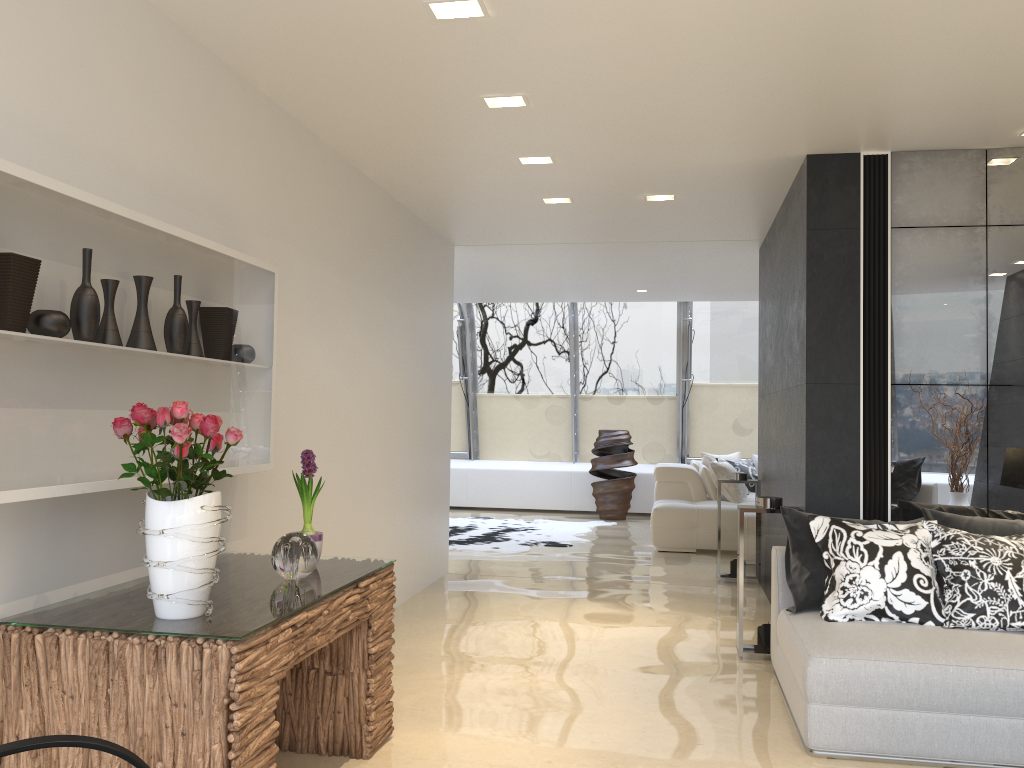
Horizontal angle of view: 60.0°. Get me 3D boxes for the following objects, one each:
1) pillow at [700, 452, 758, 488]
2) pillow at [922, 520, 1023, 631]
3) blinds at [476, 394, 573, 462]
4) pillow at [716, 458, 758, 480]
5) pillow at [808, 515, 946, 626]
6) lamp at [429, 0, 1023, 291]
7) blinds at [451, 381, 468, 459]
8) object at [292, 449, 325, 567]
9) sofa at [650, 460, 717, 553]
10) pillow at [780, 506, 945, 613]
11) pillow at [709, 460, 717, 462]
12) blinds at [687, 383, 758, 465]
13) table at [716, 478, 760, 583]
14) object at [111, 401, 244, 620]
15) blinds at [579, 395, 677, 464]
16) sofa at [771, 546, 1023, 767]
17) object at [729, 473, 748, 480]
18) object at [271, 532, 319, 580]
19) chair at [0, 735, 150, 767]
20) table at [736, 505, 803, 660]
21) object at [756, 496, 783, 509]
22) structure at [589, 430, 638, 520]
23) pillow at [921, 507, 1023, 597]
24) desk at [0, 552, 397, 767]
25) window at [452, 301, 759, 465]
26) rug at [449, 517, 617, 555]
[{"bbox_3d":[3.554,1.147,11.127,3.322,0.530,1.656,2,-2,-20],"label":"pillow"},{"bbox_3d":[2.258,0.912,4.119,0.623,0.505,0.393,1,-2,5],"label":"pillow"},{"bbox_3d":[0.189,0.669,13.343,1.430,1.027,0.329,1,-2,10],"label":"blinds"},{"bbox_3d":[2.919,1.183,11.234,0.599,0.483,0.405,2,-2,-21],"label":"pillow"},{"bbox_3d":[1.755,0.895,4.235,0.607,0.483,0.368,1,-2,10],"label":"pillow"},{"bbox_3d":[0.301,-1.307,5.806,9.928,0.004,9.775,1,-2,11],"label":"lamp"},{"bbox_3d":[-1.327,0.559,13.593,1.376,1.214,0.387,1,-2,10],"label":"blinds"},{"bbox_3d":[-0.828,0.503,3.590,0.129,0.476,0.129,2,-3,-29],"label":"object"},{"bbox_3d":[3.776,1.406,10.453,4.169,0.866,3.257,1,-2,10],"label":"sofa"},{"bbox_3d":[1.775,0.904,4.496,0.808,0.525,0.434,1,-2,7],"label":"pillow"},{"bbox_3d":[2.614,1.144,10.650,0.394,0.471,0.604,0,-2,26],"label":"pillow"},{"bbox_3d":[3.204,0.603,12.768,1.376,1.214,0.387,1,-2,10],"label":"blinds"},{"bbox_3d":[1.951,1.264,7.654,0.350,0.872,0.202,1,-2,10],"label":"table"},{"bbox_3d":[-1.028,0.379,2.714,0.350,0.654,0.327,0,-3,30],"label":"object"},{"bbox_3d":[1.703,0.683,13.067,1.430,1.027,0.329,1,-2,10],"label":"blinds"},{"bbox_3d":[2.604,1.173,4.045,2.625,0.798,1.334,1,-2,10],"label":"sofa"},{"bbox_3d":[1.959,0.800,7.672,0.151,0.059,0.153,3,-3,-40],"label":"object"},{"bbox_3d":[-0.810,0.642,3.311,0.175,0.179,0.174,-1,-3,43],"label":"object"},{"bbox_3d":[-0.875,0.947,1.619,0.943,0.972,0.752,2,-3,-30],"label":"chair"},{"bbox_3d":[1.505,1.161,5.198,0.350,0.872,0.202,1,-2,10],"label":"table"},{"bbox_3d":[1.513,0.697,5.216,0.153,0.059,0.151,2,-3,-30],"label":"object"},{"bbox_3d":[1.402,1.264,12.291,0.674,1.258,0.672,1,-2,-13],"label":"structure"},{"bbox_3d":[2.481,0.896,4.377,0.796,0.511,0.474,1,-2,11],"label":"pillow"},{"bbox_3d":[-1.003,1.102,3.180,0.793,0.762,1.436,1,-2,10],"label":"desk"},{"bbox_3d":[-1.579,0.149,6.324,16.171,3.674,16.693,0,-2,16],"label":"window"},{"bbox_3d":[-0.192,1.772,10.580,2.705,0.008,3.220,1,-2,10],"label":"rug"}]
